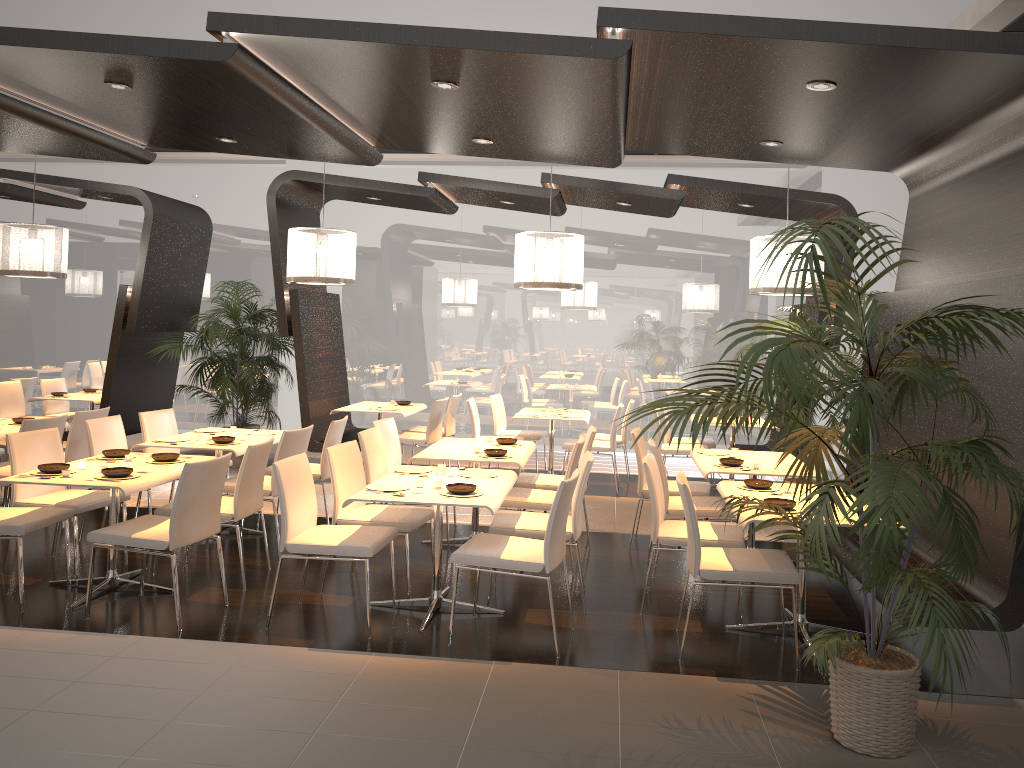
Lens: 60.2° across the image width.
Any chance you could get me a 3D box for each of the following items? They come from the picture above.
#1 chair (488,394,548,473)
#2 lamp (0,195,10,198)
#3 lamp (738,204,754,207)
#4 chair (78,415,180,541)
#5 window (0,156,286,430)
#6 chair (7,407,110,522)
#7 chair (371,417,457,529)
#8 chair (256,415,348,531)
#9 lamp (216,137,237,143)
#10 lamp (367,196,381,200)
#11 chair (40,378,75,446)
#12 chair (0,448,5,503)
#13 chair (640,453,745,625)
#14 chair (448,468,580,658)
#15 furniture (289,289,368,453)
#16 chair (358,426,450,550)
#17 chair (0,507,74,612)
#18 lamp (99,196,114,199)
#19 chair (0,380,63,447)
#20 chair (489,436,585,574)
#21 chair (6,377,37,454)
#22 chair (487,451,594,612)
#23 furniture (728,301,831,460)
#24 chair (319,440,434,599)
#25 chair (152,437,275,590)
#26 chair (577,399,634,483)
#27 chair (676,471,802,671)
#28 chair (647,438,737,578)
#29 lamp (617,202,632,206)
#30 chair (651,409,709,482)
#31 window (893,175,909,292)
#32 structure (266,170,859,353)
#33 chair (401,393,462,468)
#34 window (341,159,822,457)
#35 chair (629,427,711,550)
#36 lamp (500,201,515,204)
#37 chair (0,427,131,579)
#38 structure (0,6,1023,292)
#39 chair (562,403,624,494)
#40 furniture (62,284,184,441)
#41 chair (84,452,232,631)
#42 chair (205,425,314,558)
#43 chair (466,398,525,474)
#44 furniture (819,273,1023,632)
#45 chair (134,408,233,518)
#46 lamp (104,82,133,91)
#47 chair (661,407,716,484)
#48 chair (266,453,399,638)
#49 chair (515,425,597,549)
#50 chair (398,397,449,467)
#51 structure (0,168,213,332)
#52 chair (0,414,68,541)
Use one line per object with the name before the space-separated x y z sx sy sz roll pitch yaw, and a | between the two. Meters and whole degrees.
chair | 0.056 0.569 9.889 0.605 0.870 0.483 2 0 14
lamp | -5.915 -2.196 10.262 0.161 0.056 0.162 2 3 1
lamp | 2.466 -1.896 9.313 0.161 0.056 0.162 2 3 1
chair | -2.813 0.694 6.569 0.605 0.870 0.484 2 0 9
window | -6.327 -1.354 12.562 6.580 3.985 0.070 2 -1 6
chair | -3.693 0.627 7.250 0.605 0.870 0.484 2 0 9
chair | -0.783 0.727 6.975 0.605 0.870 0.483 2 0 14
chair | -1.649 0.697 7.062 0.605 0.870 0.484 2 0 4
lamp | -2.211 -1.904 6.847 0.160 0.050 0.160 2 3 1
lamp | -1.527 -2.066 9.765 0.160 0.054 0.160 2 3 12
chair | -5.212 0.382 10.462 0.605 0.870 0.484 2 0 9
chair | -4.709 0.586 7.438 0.605 0.870 0.483 2 0 14
chair | 1.069 0.889 5.249 0.605 0.870 0.483 2 0 14
chair | 0.034 0.897 4.673 0.605 0.875 0.483 2 0 14
furniture | -1.875 -0.176 9.760 0.757 1.676 1.402 2 1 6
chair | -0.776 0.773 6.285 0.605 0.875 0.484 2 0 9
chair | -2.943 0.784 5.083 0.605 0.870 0.484 2 0 4
lamp | -4.648 -2.151 10.118 0.161 0.056 0.162 2 3 1
chair | -5.407 0.415 9.845 0.605 0.870 0.484 2 0 9
chair | 0.193 0.806 6.160 0.605 0.870 0.484 2 0 9
chair | -6.080 0.354 10.551 0.605 0.875 0.484 2 0 9
chair | 0.182 0.859 5.353 0.605 0.875 0.484 2 0 4
furniture | 2.747 -0.011 9.236 0.757 1.676 1.402 2 1 6
chair | -0.821 0.823 5.465 0.605 0.875 0.483 2 0 14
chair | -1.856 0.786 5.584 0.605 0.875 0.484 2 0 4
chair | 1.033 0.609 9.745 0.605 0.875 0.484 2 0 9
chair | 1.147 0.933 4.583 0.605 0.870 0.484 2 0 9
chair | 1.231 0.844 6.066 0.605 0.875 0.484 2 0 4
lamp | 1.199 -1.941 9.456 0.161 0.056 0.162 2 3 1
chair | 1.706 0.672 9.039 0.605 0.875 0.484 2 0 9
window | 4.215 -0.732 7.473 0.070 3.979 6.587 2 2 6
structure | 0.460 -1.294 9.519 5.934 1.730 1.402 2 1 6
chair | -0.893 0.541 9.945 0.605 0.875 0.484 2 0 9
window | 0.825 -1.098 11.752 6.580 3.985 0.070 2 -1 6
chair | 1.201 0.802 6.735 0.605 0.875 0.483 2 0 14
lamp | -0.048 -1.986 9.597 0.161 0.056 0.162 2 3 1
chair | -2.869 0.749 5.679 0.605 0.870 0.483 2 0 14
structure | -2.260 -1.162 6.064 10.662 1.738 2.904 2 2 6
chair | 0.838 0.639 9.128 0.605 0.870 0.484 2 0 9
furniture | -4.366 -0.266 10.042 0.757 1.676 1.402 2 1 6
chair | -1.927 0.825 4.895 0.605 0.870 0.483 2 0 14
chair | -1.797 0.738 6.382 0.605 0.875 0.483 2 0 14
chair | -0.181 0.606 9.228 0.605 0.875 0.484 2 0 4
furniture | 2.375 0.211 5.516 0.757 1.674 2.904 2 2 6
chair | -2.667 0.661 7.169 0.605 0.870 0.483 2 0 14
lamp | -2.380 -1.815 5.347 0.161 0.050 0.161 2 3 12
chair | 1.902 0.637 9.656 0.605 0.870 0.484 2 0 9
chair | -0.982 0.856 4.860 0.605 0.875 0.484 2 0 9
chair | 0.341 0.768 6.840 0.605 0.870 0.484 2 0 4
chair | -1.007 0.574 9.318 0.605 0.870 0.483 2 0 14
structure | -6.653 -1.549 10.325 5.934 1.730 1.402 2 1 6
chair | -3.733 0.665 6.624 0.605 0.870 0.483 2 0 14
